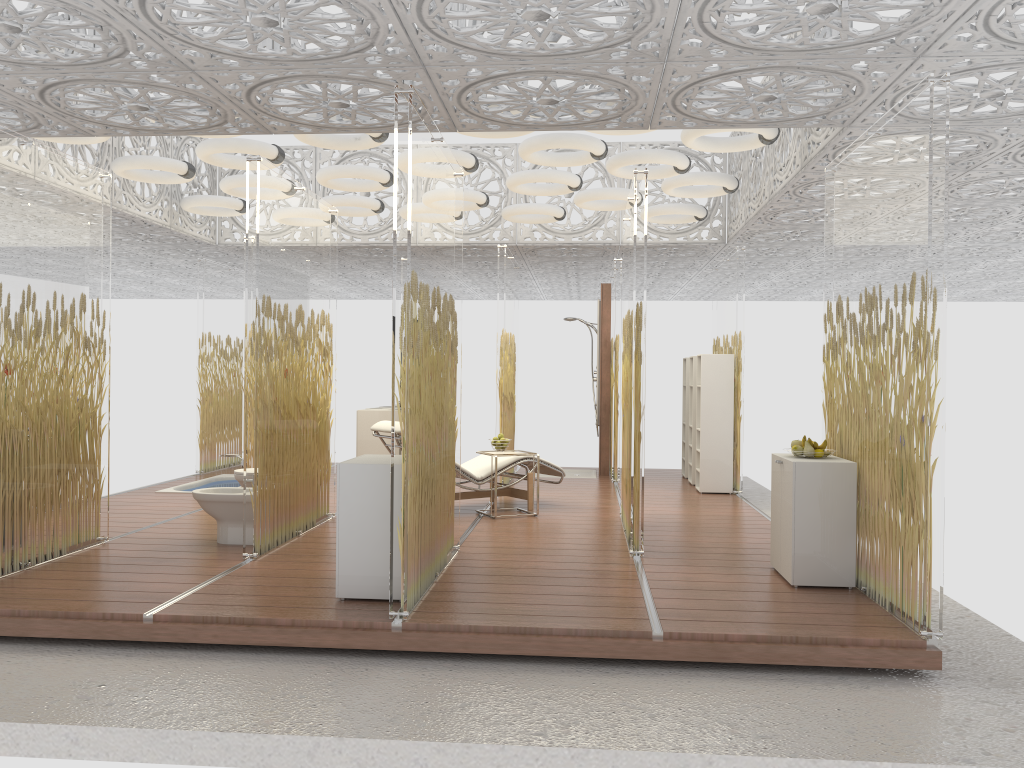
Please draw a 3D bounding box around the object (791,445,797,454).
[{"bbox_3d":[1.740,0.408,5.430,0.056,0.066,0.053,1,0,6],"label":"object"}]

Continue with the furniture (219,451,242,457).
[{"bbox_3d":[-2.829,0.725,9.432,0.178,0.014,0.977,1,0,5],"label":"furniture"}]

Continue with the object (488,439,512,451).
[{"bbox_3d":[-0.105,0.538,7.784,0.206,0.105,0.206,0,0,-40],"label":"object"}]

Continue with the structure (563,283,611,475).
[{"bbox_3d":[0.976,-0.061,11.206,0.624,2.402,0.433,1,0,-9],"label":"structure"}]

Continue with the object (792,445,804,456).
[{"bbox_3d":[1.732,0.404,5.372,0.066,0.065,0.091,1,0,20],"label":"object"}]

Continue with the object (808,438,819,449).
[{"bbox_3d":[1.844,0.364,5.403,0.045,0.064,0.202,1,0,8],"label":"object"}]

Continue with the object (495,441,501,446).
[{"bbox_3d":[-0.122,0.517,7.727,0.047,0.045,0.047,1,0,9],"label":"object"}]

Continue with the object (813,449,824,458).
[{"bbox_3d":[1.839,0.417,5.325,0.055,0.055,0.066,0,0,-37],"label":"object"}]

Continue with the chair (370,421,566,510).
[{"bbox_3d":[-0.370,0.734,8.051,1.787,0.811,0.635,0,0,-35],"label":"chair"}]

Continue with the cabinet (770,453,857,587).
[{"bbox_3d":[1.813,0.802,5.374,0.358,0.712,0.595,1,0,5],"label":"cabinet"}]

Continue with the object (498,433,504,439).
[{"bbox_3d":[-0.098,0.459,7.777,0.055,0.056,0.055,1,0,5],"label":"object"}]

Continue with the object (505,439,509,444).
[{"bbox_3d":[-0.050,0.509,7.790,0.055,0.048,0.054,1,0,-2],"label":"object"}]

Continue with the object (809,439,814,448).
[{"bbox_3d":[1.826,0.373,5.419,0.032,0.085,0.186,1,0,16],"label":"object"}]

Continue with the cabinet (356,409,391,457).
[{"bbox_3d":[-1.579,0.706,10.986,0.549,0.782,0.643,1,0,5],"label":"cabinet"}]

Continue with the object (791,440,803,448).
[{"bbox_3d":[1.765,0.381,5.485,0.077,0.067,0.078,1,0,6],"label":"object"}]

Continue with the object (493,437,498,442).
[{"bbox_3d":[-0.145,0.483,7.738,0.047,0.045,0.047,1,0,5],"label":"object"}]

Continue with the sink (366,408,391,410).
[{"bbox_3d":[-1.558,0.338,10.985,0.499,0.266,0.573,1,0,8],"label":"sink"}]

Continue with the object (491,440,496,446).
[{"bbox_3d":[-0.153,0.518,7.797,0.058,0.058,0.058,0,0,-28],"label":"object"}]

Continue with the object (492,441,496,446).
[{"bbox_3d":[-0.156,0.520,7.755,0.040,0.040,0.039,1,0,-4],"label":"object"}]

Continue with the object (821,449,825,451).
[{"bbox_3d":[1.862,0.399,5.423,0.030,0.090,0.195,1,0,-11],"label":"object"}]

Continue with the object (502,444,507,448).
[{"bbox_3d":[-0.063,0.537,7.751,0.045,0.042,0.045,1,0,-1],"label":"object"}]

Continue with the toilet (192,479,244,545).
[{"bbox_3d":[-1.990,0.887,6.379,0.611,0.506,0.401,1,0,5],"label":"toilet"}]

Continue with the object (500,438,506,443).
[{"bbox_3d":[-0.080,0.496,7.744,0.055,0.054,0.050,0,0,-26],"label":"object"}]

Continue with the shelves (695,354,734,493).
[{"bbox_3d":[2.174,0.414,9.519,0.344,1.460,0.366,1,0,5],"label":"shelves"}]

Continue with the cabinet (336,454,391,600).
[{"bbox_3d":[-0.727,0.777,4.971,0.358,0.712,0.595,1,0,5],"label":"cabinet"}]

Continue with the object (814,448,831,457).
[{"bbox_3d":[1.890,0.399,5.438,0.035,0.092,0.194,0,0,-26],"label":"object"}]

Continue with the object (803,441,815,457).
[{"bbox_3d":[1.781,0.389,5.316,0.064,0.097,0.064,1,0,-4],"label":"object"}]

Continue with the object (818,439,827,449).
[{"bbox_3d":[1.884,0.373,5.434,0.051,0.079,0.186,1,0,-17],"label":"object"}]

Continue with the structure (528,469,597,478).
[{"bbox_3d":[0.636,1.155,11.313,0.879,0.039,1.053,1,0,5],"label":"structure"}]

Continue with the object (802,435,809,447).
[{"bbox_3d":[1.793,0.350,5.424,0.035,0.084,0.200,1,0,27],"label":"object"}]

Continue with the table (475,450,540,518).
[{"bbox_3d":[-0.043,0.863,7.764,0.420,0.535,0.420,0,0,-25],"label":"table"}]

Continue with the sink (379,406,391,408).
[{"bbox_3d":[-1.498,0.336,11.701,0.499,0.266,0.573,1,0,2],"label":"sink"}]

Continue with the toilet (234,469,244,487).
[{"bbox_3d":[-1.927,0.913,7.133,0.611,0.437,0.401,1,0,5],"label":"toilet"}]

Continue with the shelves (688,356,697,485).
[{"bbox_3d":[2.233,0.412,10.220,0.344,1.460,0.366,1,0,5],"label":"shelves"}]

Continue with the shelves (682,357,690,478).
[{"bbox_3d":[2.292,0.409,10.921,0.344,1.460,0.366,1,0,5],"label":"shelves"}]

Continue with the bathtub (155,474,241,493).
[{"bbox_3d":[-3.210,1.209,9.830,0.700,0.582,1.700,1,0,5],"label":"bathtub"}]
